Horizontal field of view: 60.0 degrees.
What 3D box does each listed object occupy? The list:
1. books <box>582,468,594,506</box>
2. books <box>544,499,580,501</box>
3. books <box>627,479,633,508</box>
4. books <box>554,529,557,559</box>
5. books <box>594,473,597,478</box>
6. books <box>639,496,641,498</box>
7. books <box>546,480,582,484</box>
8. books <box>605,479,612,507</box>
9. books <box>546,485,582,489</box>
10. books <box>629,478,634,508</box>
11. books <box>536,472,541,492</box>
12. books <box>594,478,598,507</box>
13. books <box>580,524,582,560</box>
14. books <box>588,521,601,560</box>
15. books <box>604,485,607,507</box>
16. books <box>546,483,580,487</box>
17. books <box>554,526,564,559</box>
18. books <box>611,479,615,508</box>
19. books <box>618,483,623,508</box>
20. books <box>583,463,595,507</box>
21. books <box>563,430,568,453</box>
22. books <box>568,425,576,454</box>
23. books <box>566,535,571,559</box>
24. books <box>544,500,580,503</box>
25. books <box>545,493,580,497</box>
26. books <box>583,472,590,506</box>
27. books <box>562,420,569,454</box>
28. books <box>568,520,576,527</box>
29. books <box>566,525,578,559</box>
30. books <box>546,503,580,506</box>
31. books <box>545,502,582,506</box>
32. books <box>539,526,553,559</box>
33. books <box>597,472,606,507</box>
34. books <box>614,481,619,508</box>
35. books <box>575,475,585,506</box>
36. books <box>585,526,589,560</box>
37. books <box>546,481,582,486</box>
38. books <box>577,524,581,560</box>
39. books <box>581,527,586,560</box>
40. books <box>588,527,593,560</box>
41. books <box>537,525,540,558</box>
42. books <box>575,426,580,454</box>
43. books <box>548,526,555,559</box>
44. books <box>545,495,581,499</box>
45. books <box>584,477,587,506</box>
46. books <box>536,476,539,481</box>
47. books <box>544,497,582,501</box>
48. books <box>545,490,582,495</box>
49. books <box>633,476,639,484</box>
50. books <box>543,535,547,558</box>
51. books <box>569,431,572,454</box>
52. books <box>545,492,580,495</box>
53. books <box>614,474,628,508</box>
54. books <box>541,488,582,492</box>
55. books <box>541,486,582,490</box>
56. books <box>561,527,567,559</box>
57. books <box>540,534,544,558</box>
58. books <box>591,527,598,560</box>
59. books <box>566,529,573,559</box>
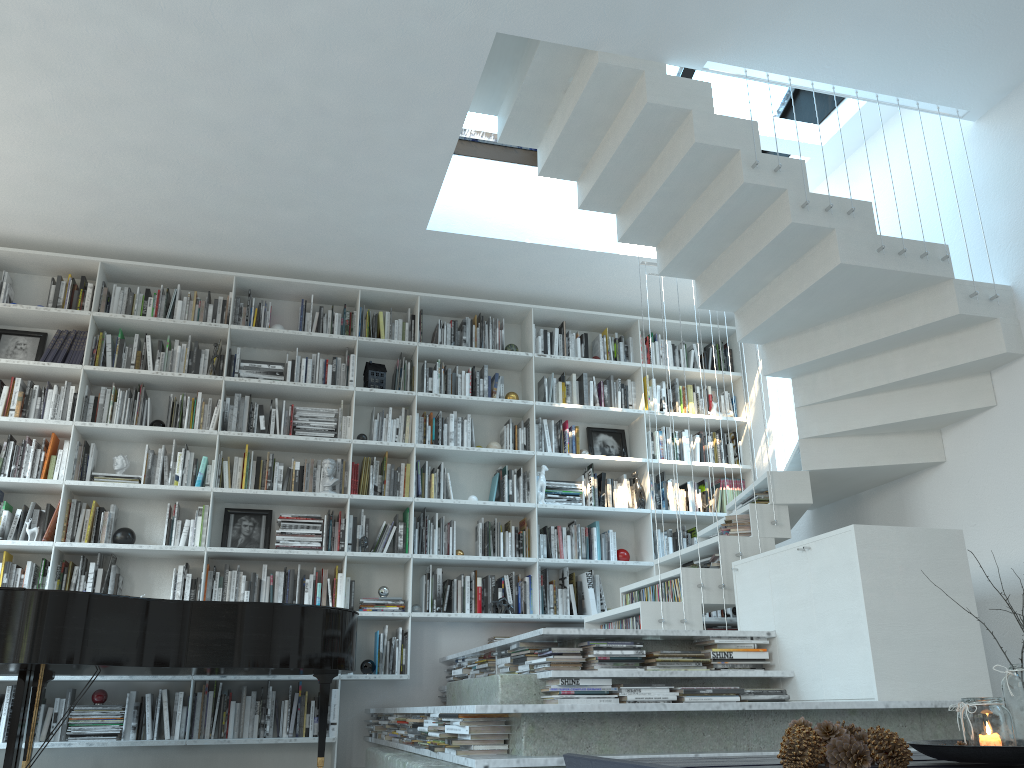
[{"bbox_3d":[0.544,0.773,6.354,0.011,0.299,0.184,5,-20,-15],"label":"books"},{"bbox_3d":[0.335,0.841,6.292,0.254,0.012,0.161,4,-21,-13],"label":"books"},{"bbox_3d":[0.818,0.827,6.421,0.041,0.238,0.177,5,-20,-15],"label":"books"},{"bbox_3d":[0.284,1.134,6.156,0.011,0.222,0.163,5,-20,-15],"label":"books"},{"bbox_3d":[0.588,0.795,6.386,0.013,0.279,0.131,5,-20,-15],"label":"books"},{"bbox_3d":[0.896,0.862,6.433,0.027,0.178,0.167,5,-21,-15],"label":"books"},{"bbox_3d":[0.337,0.717,6.338,0.285,0.012,0.160,4,-21,-13],"label":"books"},{"bbox_3d":[0.678,0.818,6.396,0.031,0.241,0.147,5,-20,-15],"label":"books"},{"bbox_3d":[0.338,0.751,6.326,0.285,0.012,0.160,4,-21,-13],"label":"books"},{"bbox_3d":[0.846,0.827,6.445,0.024,0.254,0.145,5,-20,-15],"label":"books"},{"bbox_3d":[0.175,0.767,6.279,0.028,0.266,0.138,5,-20,-15],"label":"books"},{"bbox_3d":[0.572,0.808,6.358,0.030,0.235,0.180,5,-20,-15],"label":"books"},{"bbox_3d":[0.458,1.129,6.219,0.011,0.271,0.152,5,-20,-15],"label":"books"},{"bbox_3d":[0.576,1.126,6.241,0.026,0.289,0.182,5,-20,-15],"label":"books"},{"bbox_3d":[0.652,0.806,6.416,0.010,0.277,0.129,5,-20,-15],"label":"books"},{"bbox_3d":[0.338,0.739,6.330,0.254,0.012,0.161,4,-21,-13],"label":"books"},{"bbox_3d":[0.310,1.124,6.162,0.045,0.245,0.186,5,-20,-15],"label":"books"},{"bbox_3d":[0.704,0.823,6.422,0.031,0.249,0.133,5,-20,-15],"label":"books"},{"bbox_3d":[0.761,0.842,6.422,0.025,0.212,0.156,5,-20,-15],"label":"books"},{"bbox_3d":[0.554,0.755,6.362,0.010,0.338,0.180,5,-20,-15],"label":"books"},{"bbox_3d":[0.368,0.456,6.416,0.013,0.206,0.190,5,-21,-15],"label":"books"},{"bbox_3d":[0.426,0.445,6.454,0.021,0.252,0.167,5,-20,-15],"label":"books"},{"bbox_3d":[0.370,1.160,6.170,0.027,0.181,0.187,5,-21,-15],"label":"books"},{"bbox_3d":[0.337,0.851,6.284,0.254,0.012,0.161,3,-21,-11],"label":"books"},{"bbox_3d":[0.335,0.809,6.309,0.254,0.012,0.161,5,-21,-15],"label":"books"},{"bbox_3d":[0.526,0.788,6.373,0.012,0.284,0.160,5,-20,-15],"label":"books"},{"bbox_3d":[0.378,0.425,6.443,0.014,0.284,0.176,5,-20,-15],"label":"books"},{"bbox_3d":[0.425,1.113,6.212,0.013,0.298,0.148,5,-20,-15],"label":"books"},{"bbox_3d":[0.411,1.124,6.180,0.028,0.254,0.192,5,-20,-15],"label":"books"},{"bbox_3d":[0.337,0.874,6.276,0.254,0.012,0.161,6,-21,-18],"label":"books"},{"bbox_3d":[0.338,0.862,6.278,0.285,0.012,0.160,3,-20,-10],"label":"books"},{"bbox_3d":[0.232,1.120,6.148,0.047,0.243,0.178,5,-20,-15],"label":"books"},{"bbox_3d":[0.626,0.793,6.384,0.059,0.281,0.168,5,-20,-15],"label":"books"},{"bbox_3d":[0.733,0.832,6.426,0.028,0.234,0.129,5,-20,-15],"label":"books"},{"bbox_3d":[0.487,0.796,6.347,0.012,0.253,0.161,5,-20,-15],"label":"books"},{"bbox_3d":[0.500,1.138,6.210,0.014,0.248,0.177,5,-20,-15],"label":"books"},{"bbox_3d":[0.337,0.728,6.334,0.285,0.012,0.160,6,-21,-16],"label":"books"},{"bbox_3d":[0.441,1.125,6.194,0.012,0.261,0.187,5,-20,-15],"label":"books"},{"bbox_3d":[0.475,1.144,6.223,0.026,0.245,0.166,5,-20,-15],"label":"books"},{"bbox_3d":[0.530,1.147,6.244,0.012,0.253,0.161,5,-20,-15],"label":"books"},{"bbox_3d":[0.164,1.116,6.148,0.012,0.253,0.161,5,-20,-15],"label":"books"},{"bbox_3d":[0.452,0.448,6.449,0.026,0.243,0.178,5,-20,-15],"label":"books"},{"bbox_3d":[0.264,1.126,6.167,0.024,0.246,0.144,5,-20,-15],"label":"books"},{"bbox_3d":[0.338,0.816,6.295,0.254,0.012,0.161,7,-21,-19],"label":"books"},{"bbox_3d":[0.499,0.806,6.366,0.023,0.246,0.138,5,-20,-15],"label":"books"},{"bbox_3d":[0.157,0.776,6.237,0.027,0.220,0.185,5,-21,-15],"label":"books"},{"bbox_3d":[0.336,0.830,6.297,0.285,0.012,0.160,6,-21,-16],"label":"books"},{"bbox_3d":[0.339,0.784,6.312,0.285,0.012,0.160,6,-21,-17],"label":"books"},{"bbox_3d":[0.915,0.825,6.483,0.029,0.282,0.139,5,-20,-15],"label":"books"},{"bbox_3d":[0.206,1.147,6.134,0.022,0.183,0.163,5,-21,-15],"label":"books"},{"bbox_3d":[0.400,0.462,6.440,0.033,0.212,0.153,5,-20,-15],"label":"books"},{"bbox_3d":[0.340,0.794,6.304,0.254,0.012,0.161,3,-20,-10],"label":"books"},{"bbox_3d":[0.789,0.808,6.416,0.021,0.270,0.192,5,-20,-15],"label":"books"},{"bbox_3d":[0.338,0.773,6.318,0.285,0.012,0.160,4,-21,-13],"label":"books"},{"bbox_3d":[0.340,0.760,6.315,0.285,0.012,0.160,7,-21,-19],"label":"books"},{"bbox_3d":[0.340,1.135,6.184,0.026,0.238,0.178,5,-20,-15],"label":"books"},{"bbox_3d":[0.184,1.145,6.131,0.023,0.186,0.160,5,-21,-15],"label":"books"},{"bbox_3d":[0.554,1.145,6.224,0.023,0.243,0.190,5,-20,-15],"label":"books"},{"bbox_3d":[0.386,1.142,6.192,0.012,0.228,0.179,5,-20,-15],"label":"books"}]
